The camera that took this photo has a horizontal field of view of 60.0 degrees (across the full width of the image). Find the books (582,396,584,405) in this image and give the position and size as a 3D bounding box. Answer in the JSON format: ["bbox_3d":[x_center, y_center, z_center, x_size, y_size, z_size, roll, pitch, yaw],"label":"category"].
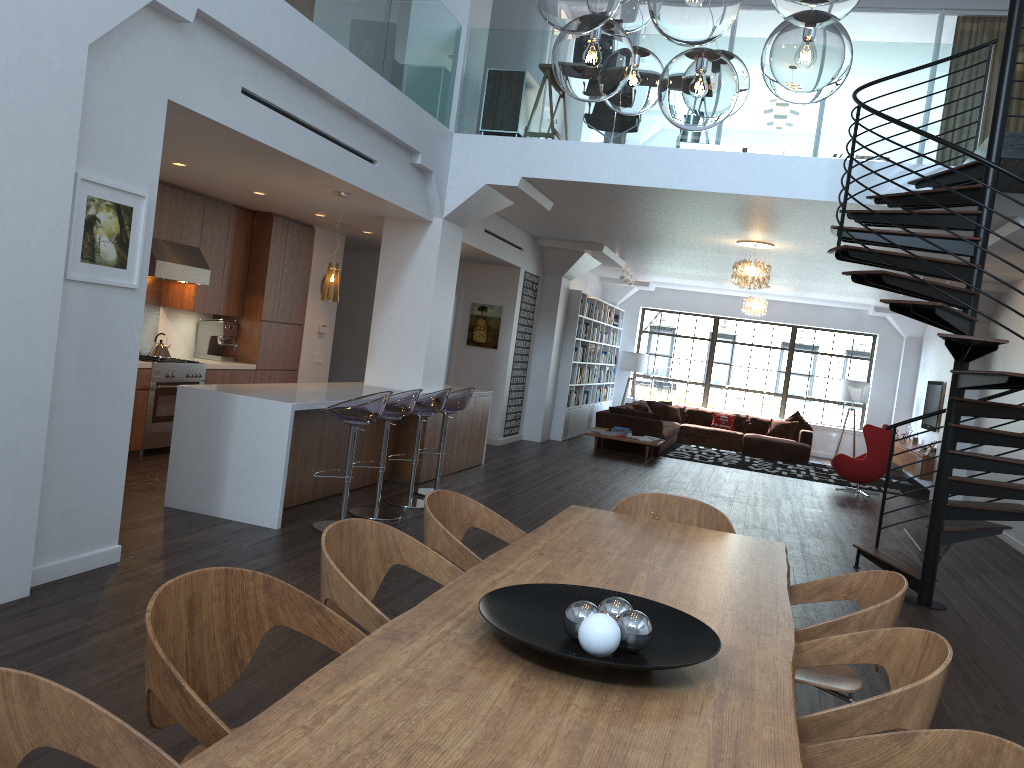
[{"bbox_3d":[1.204,0.280,15.639,0.110,0.153,0.019,8,3,16],"label":"books"}]

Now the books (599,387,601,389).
[{"bbox_3d":[1.621,0.196,17.123,0.176,0.290,0.036,8,3,15],"label":"books"}]

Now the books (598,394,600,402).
[{"bbox_3d":[1.596,0.222,17.054,0.174,0.240,0.045,8,3,15],"label":"books"}]

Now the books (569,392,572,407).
[{"bbox_3d":[0.877,0.240,14.523,0.180,0.251,0.048,8,3,16],"label":"books"}]

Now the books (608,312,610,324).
[{"bbox_3d":[1.777,-1.266,16.921,0.171,0.246,0.057,8,3,16],"label":"books"}]

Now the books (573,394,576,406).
[{"bbox_3d":[0.971,0.261,14.832,0.161,0.223,0.030,8,3,15],"label":"books"}]

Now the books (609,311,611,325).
[{"bbox_3d":[1.798,-1.271,17.000,0.183,0.253,0.034,8,3,16],"label":"books"}]

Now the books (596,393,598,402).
[{"bbox_3d":[1.535,0.220,16.797,0.160,0.250,0.026,8,3,15],"label":"books"}]

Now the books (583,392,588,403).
[{"bbox_3d":[1.273,0.253,15.884,0.146,0.202,0.027,8,3,16],"label":"books"}]

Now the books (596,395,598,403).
[{"bbox_3d":[1.543,0.234,16.822,0.161,0.223,0.026,8,3,15],"label":"books"}]

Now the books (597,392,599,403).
[{"bbox_3d":[1.559,0.217,16.903,0.183,0.253,0.034,8,3,15],"label":"books"}]

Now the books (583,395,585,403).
[{"bbox_3d":[1.213,0.273,15.675,0.120,0.167,0.020,8,3,16],"label":"books"}]

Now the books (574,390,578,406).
[{"bbox_3d":[1.014,0.231,15.016,0.180,0.259,0.042,8,3,16],"label":"books"}]

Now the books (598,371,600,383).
[{"bbox_3d":[1.559,-0.150,16.699,0.174,0.243,0.085,8,3,16],"label":"books"}]

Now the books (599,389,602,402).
[{"bbox_3d":[1.618,0.216,17.088,0.183,0.253,0.034,8,3,15],"label":"books"}]

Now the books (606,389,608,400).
[{"bbox_3d":[1.837,0.210,17.904,0.171,0.246,0.057,8,3,16],"label":"books"}]

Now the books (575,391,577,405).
[{"bbox_3d":[1.005,0.236,14.977,0.160,0.251,0.039,8,3,16],"label":"books"}]

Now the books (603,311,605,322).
[{"bbox_3d":[1.622,-1.248,16.366,0.161,0.223,0.032,8,3,16],"label":"books"}]

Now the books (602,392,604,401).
[{"bbox_3d":[1.705,0.211,17.433,0.183,0.253,0.036,8,3,16],"label":"books"}]

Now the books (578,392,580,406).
[{"bbox_3d":[1.066,0.242,15.185,0.174,0.236,0.142,8,3,15],"label":"books"}]

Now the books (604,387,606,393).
[{"bbox_3d":[1.760,0.192,17.667,0.198,0.284,0.066,8,3,16],"label":"books"}]

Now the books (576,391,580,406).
[{"bbox_3d":[1.043,0.234,15.097,0.183,0.253,0.042,8,3,16],"label":"books"}]

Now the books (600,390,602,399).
[{"bbox_3d":[1.633,0.211,17.170,0.180,0.259,0.060,8,3,15],"label":"books"}]

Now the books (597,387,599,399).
[{"bbox_3d":[1.549,0.199,16.860,0.176,0.290,0.053,8,3,15],"label":"books"}]

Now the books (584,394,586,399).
[{"bbox_3d":[1.246,0.266,15.799,0.128,0.178,0.021,8,3,16],"label":"books"}]

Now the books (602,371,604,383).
[{"bbox_3d":[1.686,-0.143,17.150,0.161,0.222,0.084,8,3,16],"label":"books"}]

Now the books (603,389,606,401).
[{"bbox_3d":[1.758,0.209,17.607,0.183,0.253,0.037,8,3,16],"label":"books"}]

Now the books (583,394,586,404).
[{"bbox_3d":[1.238,0.269,15.773,0.126,0.173,0.032,8,3,16],"label":"books"}]

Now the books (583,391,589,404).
[{"bbox_3d":[1.312,0.236,16.046,0.140,0.231,0.042,8,3,16],"label":"books"}]

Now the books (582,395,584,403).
[{"bbox_3d":[1.195,0.270,15.623,0.109,0.171,0.018,8,3,16],"label":"books"}]

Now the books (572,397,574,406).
[{"bbox_3d":[0.938,0.253,14.717,0.161,0.223,0.032,8,3,16],"label":"books"}]

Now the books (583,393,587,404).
[{"bbox_3d":[1.253,0.259,15.827,0.139,0.191,0.036,8,3,16],"label":"books"}]

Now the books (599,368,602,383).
[{"bbox_3d":[1.602,-0.176,16.884,0.197,0.290,0.136,8,3,16],"label":"books"}]

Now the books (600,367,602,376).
[{"bbox_3d":[1.624,-0.177,16.943,0.176,0.293,0.125,8,3,16],"label":"books"}]

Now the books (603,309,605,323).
[{"bbox_3d":[1.628,-1.263,16.401,0.160,0.251,0.039,8,3,16],"label":"books"}]

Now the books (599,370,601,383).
[{"bbox_3d":[1.587,-0.154,16.781,0.182,0.253,0.098,8,3,16],"label":"books"}]

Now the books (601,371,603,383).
[{"bbox_3d":[1.650,-0.153,17.027,0.174,0.242,0.105,8,3,16],"label":"books"}]

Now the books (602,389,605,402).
[{"bbox_3d":[1.718,0.211,17.467,0.183,0.253,0.037,8,3,16],"label":"books"}]

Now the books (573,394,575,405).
[{"bbox_3d":[0.959,0.252,14.802,0.161,0.223,0.033,8,3,16],"label":"books"}]

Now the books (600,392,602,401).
[{"bbox_3d":[1.652,0.229,17.236,0.161,0.223,0.027,8,3,15],"label":"books"}]

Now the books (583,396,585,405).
[{"bbox_3d":[1.226,0.276,15.699,0.106,0.162,0.032,8,3,16],"label":"books"}]

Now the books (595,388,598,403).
[{"bbox_3d":[1.511,0.202,16.756,0.198,0.284,0.066,8,3,15],"label":"books"}]

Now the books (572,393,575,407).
[{"bbox_3d":[0.941,0.248,14.762,0.176,0.231,0.053,8,3,16],"label":"books"}]

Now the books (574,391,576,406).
[{"bbox_3d":[0.974,0.234,14.869,0.183,0.253,0.042,8,3,16],"label":"books"}]

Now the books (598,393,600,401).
[{"bbox_3d":[1.593,0.231,17.019,0.161,0.223,0.027,8,3,15],"label":"books"}]

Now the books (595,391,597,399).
[{"bbox_3d":[1.495,0.235,16.674,0.161,0.223,0.026,8,3,15],"label":"books"}]

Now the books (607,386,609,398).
[{"bbox_3d":[1.860,0.187,17.983,0.176,0.290,0.053,8,3,16],"label":"books"}]

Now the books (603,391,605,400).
[{"bbox_3d":[1.746,0.211,17.577,0.160,0.250,0.027,8,3,16],"label":"books"}]

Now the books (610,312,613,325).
[{"bbox_3d":[1.848,-1.272,17.162,0.183,0.253,0.034,8,3,16],"label":"books"}]

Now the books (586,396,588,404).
[{"bbox_3d":[1.291,0.252,15.964,0.146,0.202,0.027,8,3,16],"label":"books"}]

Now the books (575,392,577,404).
[{"bbox_3d":[0.997,0.239,14.939,0.171,0.246,0.039,8,3,16],"label":"books"}]

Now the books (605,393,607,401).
[{"bbox_3d":[1.821,0.232,17.814,0.144,0.207,0.048,8,3,16],"label":"books"}]

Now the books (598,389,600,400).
[{"bbox_3d":[1.572,0.217,16.934,0.183,0.253,0.034,8,3,15],"label":"books"}]
